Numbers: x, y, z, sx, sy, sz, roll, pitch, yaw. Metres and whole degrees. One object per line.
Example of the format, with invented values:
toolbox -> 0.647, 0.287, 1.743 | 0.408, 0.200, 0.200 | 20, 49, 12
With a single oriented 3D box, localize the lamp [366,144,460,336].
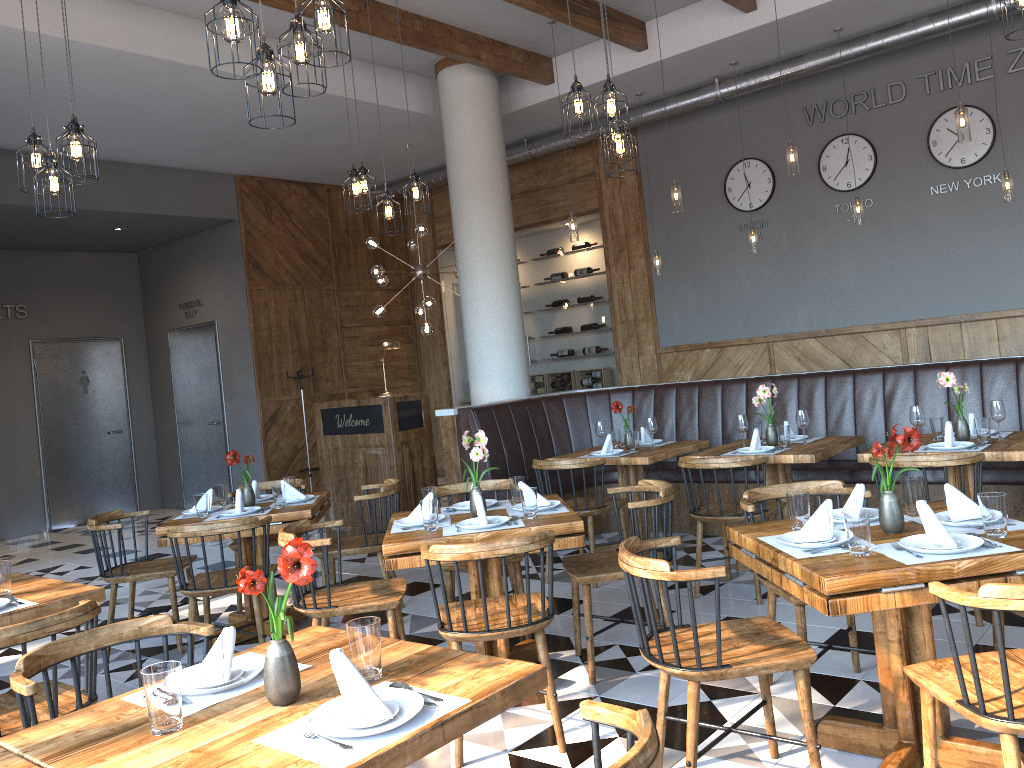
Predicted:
lamp -> -1.072, -1.637, 10.070 | 1.186, 2.194, 1.160 | -6, -1, 1

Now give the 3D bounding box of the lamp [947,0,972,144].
lamp -> 2.870, -2.565, 5.836 | 0.078, 1.966, 0.078 | -5, -1, -31

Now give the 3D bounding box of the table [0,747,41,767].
table -> -1.026, 1.151, 1.290 | 0.848, 0.764, 0.852 | -6, 0, 40

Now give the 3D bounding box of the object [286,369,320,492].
object -> -2.462, 0.661, 10.627 | 0.375, 1.660, 0.373 | -5, -1, -27

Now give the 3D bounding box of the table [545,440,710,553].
table -> 0.871, 0.848, 6.343 | 0.848, 0.764, 0.852 | -6, 0, 40

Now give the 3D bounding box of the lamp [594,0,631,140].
lamp -> 0.451, -2.385, 4.854 | 0.175, 2.072, 0.175 | -6, -1, 12

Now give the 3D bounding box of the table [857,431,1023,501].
table -> 2.537, 0.702, 4.931 | 0.848, 0.764, 0.852 | -6, 0, 40

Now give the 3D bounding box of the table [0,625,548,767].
table -> -0.477, 1.080, 1.945 | 0.848, 0.764, 0.852 | -6, 0, 40

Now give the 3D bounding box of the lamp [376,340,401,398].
lamp -> -1.041, -0.003, 7.573 | 0.170, 0.757, 0.445 | -6, -1, 16

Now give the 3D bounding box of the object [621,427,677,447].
object -> 0.997, 0.377, 6.548 | 0.351, 0.137, 0.272 | -5, 1, 40

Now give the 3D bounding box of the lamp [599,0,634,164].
lamp -> 0.523, -2.357, 5.282 | 0.175, 2.072, 0.175 | -6, -1, -10

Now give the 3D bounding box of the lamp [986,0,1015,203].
lamp -> 3.808, -2.405, 6.983 | 0.078, 1.966, 0.078 | -5, -2, -42

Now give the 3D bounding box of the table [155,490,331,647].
table -> -1.541, 1.122, 5.335 | 0.864, 0.764, 0.863 | -6, 0, -5

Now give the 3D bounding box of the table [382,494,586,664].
table -> -0.114, 0.997, 4.125 | 0.864, 0.764, 0.863 | -6, 0, -5

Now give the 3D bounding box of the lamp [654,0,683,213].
lamp -> 1.246, -2.371, 7.216 | 0.078, 1.966, 0.078 | -7, -1, 26

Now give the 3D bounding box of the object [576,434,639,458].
object -> 0.653, 0.422, 6.152 | 0.351, 0.137, 0.272 | -5, 1, 40

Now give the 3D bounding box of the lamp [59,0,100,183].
lamp -> -2.435, -2.137, 4.809 | 0.175, 2.072, 0.174 | -5, -2, -37

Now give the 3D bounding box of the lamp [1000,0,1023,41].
lamp -> 2.111, -2.538, 3.829 | 0.175, 2.072, 0.175 | -6, -1, 0

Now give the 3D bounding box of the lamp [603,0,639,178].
lamp -> 0.524, -2.221, 5.058 | 0.175, 2.072, 0.175 | -7, -1, 23

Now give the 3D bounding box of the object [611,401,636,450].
object -> 0.802, 0.292, 6.362 | 0.170, 0.355, 0.156 | -7, -1, 34

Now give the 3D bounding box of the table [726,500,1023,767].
table -> 1.298, 0.873, 2.927 | 0.864, 0.764, 0.863 | -6, 0, -5

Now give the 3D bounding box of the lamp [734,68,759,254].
lamp -> 2.184, -2.211, 8.363 | 0.078, 1.966, 0.078 | -7, -1, 26

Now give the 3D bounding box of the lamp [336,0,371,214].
lamp -> -1.189, -2.240, 6.234 | 0.175, 2.072, 0.174 | -6, -1, -17

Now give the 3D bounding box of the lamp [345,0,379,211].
lamp -> -1.162, -2.304, 6.441 | 0.175, 2.072, 0.175 | -6, -1, -6

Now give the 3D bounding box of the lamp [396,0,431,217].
lamp -> -0.780, -2.243, 6.387 | 0.175, 2.072, 0.174 | -5, -2, -39

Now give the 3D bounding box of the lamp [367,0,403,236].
lamp -> -0.964, -2.090, 6.286 | 0.175, 2.072, 0.175 | -6, -1, -6

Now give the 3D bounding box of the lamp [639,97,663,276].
lamp -> 1.392, -2.083, 9.039 | 0.078, 1.966, 0.078 | -6, -1, -18

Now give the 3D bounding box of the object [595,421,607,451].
object -> 0.649, 0.377, 6.425 | 0.081, 0.215, 0.081 | -7, -1, 32

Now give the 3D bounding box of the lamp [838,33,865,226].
lamp -> 2.926, -2.362, 7.729 | 0.078, 1.966, 0.078 | -6, -1, -15

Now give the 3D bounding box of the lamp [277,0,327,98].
lamp -> -0.945, -2.212, 3.595 | 0.175, 2.072, 0.175 | -7, -1, 24

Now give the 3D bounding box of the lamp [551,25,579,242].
lamp -> 0.454, -2.243, 7.892 | 0.078, 1.966, 0.078 | -6, -1, -18

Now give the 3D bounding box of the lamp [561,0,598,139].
lamp -> 0.283, -2.426, 4.985 | 0.175, 2.072, 0.175 | -7, -1, 23

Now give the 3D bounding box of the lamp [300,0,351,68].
lamp -> -0.817, -2.279, 3.437 | 0.174, 2.072, 0.175 | -7, -2, 35

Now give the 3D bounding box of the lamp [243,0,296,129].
lamp -> -1.021, -2.025, 3.398 | 0.174, 2.072, 0.175 | -7, -2, 35

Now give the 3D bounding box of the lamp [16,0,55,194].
lamp -> -2.621, -2.059, 4.729 | 0.174, 2.072, 0.175 | -7, -2, 42

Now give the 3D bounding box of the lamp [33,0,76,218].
lamp -> -2.449, -1.899, 4.575 | 0.175, 2.072, 0.174 | -5, -2, -37

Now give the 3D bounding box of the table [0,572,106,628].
table -> -2.113, 1.223, 3.333 | 0.848, 0.764, 0.852 | -6, 0, 40

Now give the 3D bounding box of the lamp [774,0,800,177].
lamp -> 1.988, -2.522, 6.582 | 0.078, 1.966, 0.078 | -6, -1, -15

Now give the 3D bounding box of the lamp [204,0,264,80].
lamp -> -1.090, -2.145, 3.186 | 0.175, 2.072, 0.175 | -6, -1, 1

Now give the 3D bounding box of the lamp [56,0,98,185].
lamp -> -2.277, -2.046, 4.459 | 0.175, 2.072, 0.175 | -6, -1, 19

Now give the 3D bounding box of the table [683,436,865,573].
table -> 1.709, 0.774, 5.632 | 0.848, 0.764, 0.852 | -6, 0, 40
